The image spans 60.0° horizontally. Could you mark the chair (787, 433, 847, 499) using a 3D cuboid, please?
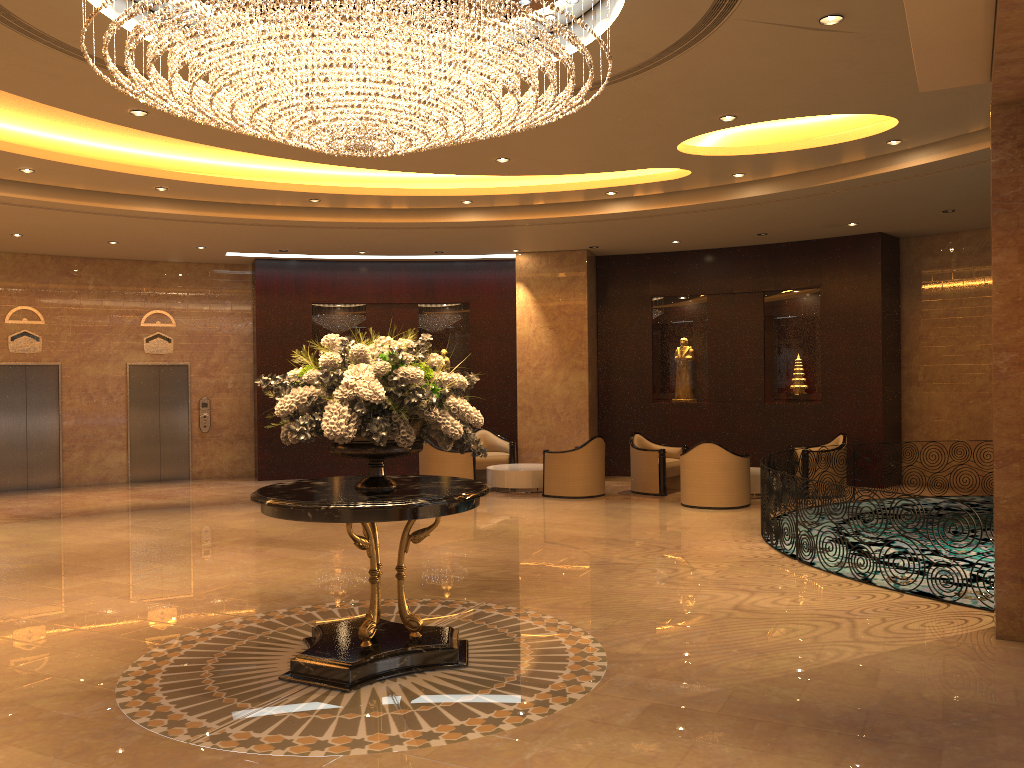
[{"bbox_3d":[4.570,1.186,13.192,0.769,0.916,0.951,-1,0,2],"label":"chair"}]

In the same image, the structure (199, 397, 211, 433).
[{"bbox_3d":[-5.657,0.570,16.331,0.200,0.661,0.053,-1,0,-23],"label":"structure"}]

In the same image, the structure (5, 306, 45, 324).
[{"bbox_3d":[-8.173,-1.160,14.879,0.600,0.293,0.010,-1,0,-38],"label":"structure"}]

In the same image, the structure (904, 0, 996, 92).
[{"bbox_3d":[2.032,-2.213,4.138,0.425,0.483,4.113,-1,0,27],"label":"structure"}]

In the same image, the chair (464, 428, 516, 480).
[{"bbox_3d":[-0.437,1.235,15.330,0.951,0.916,0.769,-1,0,-13],"label":"chair"}]

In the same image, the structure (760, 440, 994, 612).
[{"bbox_3d":[5.120,1.340,10.371,7.624,0.995,3.815,-1,0,-44],"label":"structure"}]

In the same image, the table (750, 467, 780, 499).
[{"bbox_3d":[3.400,1.479,13.322,1.196,0.354,1.196,-1,0,-35],"label":"table"}]

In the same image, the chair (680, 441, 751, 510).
[{"bbox_3d":[2.756,1.213,12.146,0.951,0.916,0.769,-1,0,22],"label":"chair"}]

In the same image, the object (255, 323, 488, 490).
[{"bbox_3d":[-0.893,0.156,5.610,1.318,0.999,1.277,-1,0,-32],"label":"object"}]

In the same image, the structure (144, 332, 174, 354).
[{"bbox_3d":[-6.381,-0.740,16.014,0.504,0.405,0.012,-1,0,-27],"label":"structure"}]

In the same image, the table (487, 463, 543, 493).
[{"bbox_3d":[0.192,1.513,14.264,1.196,0.354,1.196,-1,0,-36],"label":"table"}]

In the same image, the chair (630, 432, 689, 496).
[{"bbox_3d":[2.232,1.211,13.737,0.769,0.916,0.951,0,0,37],"label":"chair"}]

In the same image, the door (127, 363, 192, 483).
[{"bbox_3d":[-6.389,0.688,16.066,1.070,2.149,0.150,-1,0,-27],"label":"door"}]

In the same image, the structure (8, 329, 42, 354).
[{"bbox_3d":[-8.168,-0.713,14.883,0.504,0.405,0.012,-1,0,-38],"label":"structure"}]

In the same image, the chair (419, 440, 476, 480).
[{"bbox_3d":[-1.056,1.250,13.774,0.769,0.916,0.951,-1,0,-28],"label":"chair"}]

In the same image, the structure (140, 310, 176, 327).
[{"bbox_3d":[-6.386,-1.187,16.010,0.600,0.293,0.010,-1,0,-27],"label":"structure"}]

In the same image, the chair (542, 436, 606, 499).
[{"bbox_3d":[1.005,1.227,13.411,0.769,0.916,0.951,0,0,42],"label":"chair"}]

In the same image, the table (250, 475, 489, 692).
[{"bbox_3d":[-0.884,1.198,5.651,1.493,1.089,1.493,-1,0,21],"label":"table"}]

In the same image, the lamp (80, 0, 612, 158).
[{"bbox_3d":[-0.974,-2.090,5.658,3.204,1.196,3.206,-1,0,-26],"label":"lamp"}]

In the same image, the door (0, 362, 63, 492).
[{"bbox_3d":[-8.179,0.713,14.921,1.070,2.145,0.150,-1,0,-37],"label":"door"}]
